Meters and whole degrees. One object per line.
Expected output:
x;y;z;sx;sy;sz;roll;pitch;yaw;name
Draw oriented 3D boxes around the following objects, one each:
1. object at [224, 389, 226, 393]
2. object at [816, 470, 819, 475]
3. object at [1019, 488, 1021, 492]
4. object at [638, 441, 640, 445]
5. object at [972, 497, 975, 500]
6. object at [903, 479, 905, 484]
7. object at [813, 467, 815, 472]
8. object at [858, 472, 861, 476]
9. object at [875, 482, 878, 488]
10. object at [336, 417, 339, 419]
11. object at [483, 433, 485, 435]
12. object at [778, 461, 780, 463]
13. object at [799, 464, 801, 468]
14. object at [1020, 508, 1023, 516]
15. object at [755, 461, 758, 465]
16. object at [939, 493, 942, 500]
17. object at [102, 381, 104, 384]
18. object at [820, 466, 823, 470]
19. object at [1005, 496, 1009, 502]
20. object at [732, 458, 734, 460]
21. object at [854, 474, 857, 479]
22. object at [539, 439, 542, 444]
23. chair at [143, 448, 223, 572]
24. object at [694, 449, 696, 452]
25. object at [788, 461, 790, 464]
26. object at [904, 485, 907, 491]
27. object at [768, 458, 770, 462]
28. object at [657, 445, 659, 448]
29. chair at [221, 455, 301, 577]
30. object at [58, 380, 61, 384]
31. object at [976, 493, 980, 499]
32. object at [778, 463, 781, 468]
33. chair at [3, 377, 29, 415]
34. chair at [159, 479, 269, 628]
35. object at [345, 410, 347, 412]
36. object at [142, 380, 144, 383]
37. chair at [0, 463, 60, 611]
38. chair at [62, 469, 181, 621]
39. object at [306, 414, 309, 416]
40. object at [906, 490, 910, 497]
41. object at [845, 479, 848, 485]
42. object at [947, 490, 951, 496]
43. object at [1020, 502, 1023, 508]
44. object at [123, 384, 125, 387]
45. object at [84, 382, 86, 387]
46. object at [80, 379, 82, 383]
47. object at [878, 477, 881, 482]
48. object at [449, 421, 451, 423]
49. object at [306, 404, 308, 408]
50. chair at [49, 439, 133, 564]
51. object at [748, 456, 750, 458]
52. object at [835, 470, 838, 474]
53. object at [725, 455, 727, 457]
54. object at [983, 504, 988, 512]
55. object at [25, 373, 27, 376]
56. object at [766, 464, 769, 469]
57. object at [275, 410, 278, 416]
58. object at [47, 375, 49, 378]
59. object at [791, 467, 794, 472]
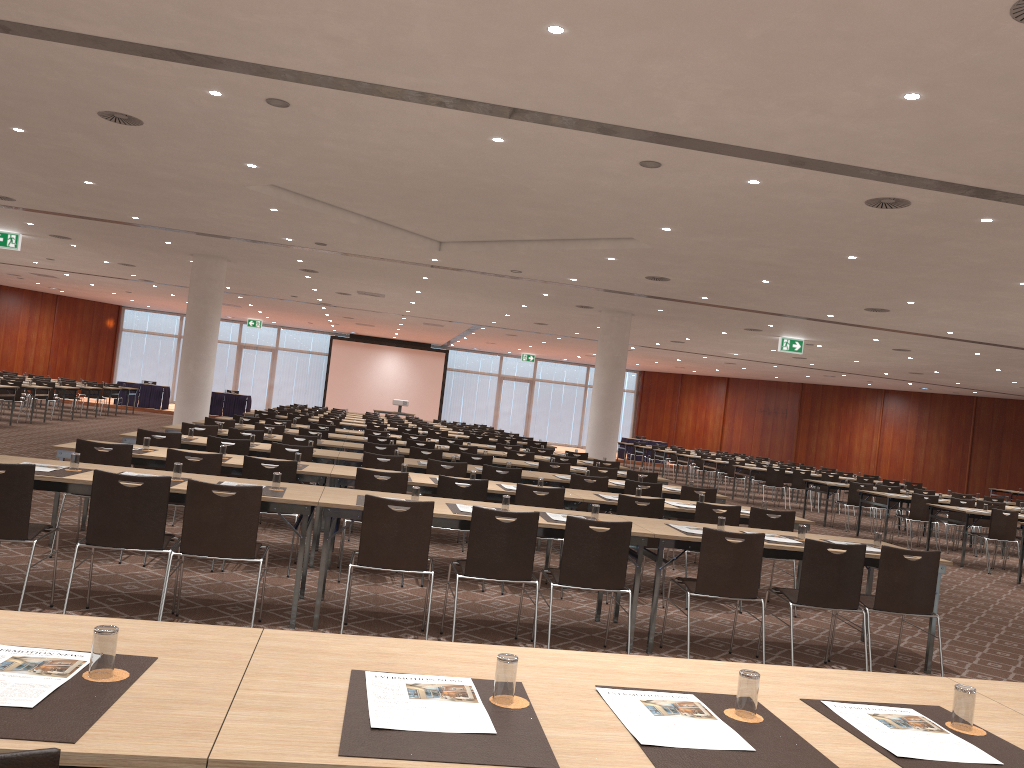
-10.298;0.254;31.868;0.054;0.114;0.054;7;-1;2;object
7.329;2.119;21.250;0.054;0.114;0.054;8;-2;-43;object
15.244;3.180;26.599;0.054;0.114;0.054;8;-2;-43;object
4.428;2.053;30.902;0.054;0.114;0.054;7;-1;-21;object
8.227;2.072;15.813;0.054;0.114;0.054;7;-1;-21;object
9.548;2.385;21.601;0.054;0.114;0.054;6;-1;24;object
7.964;2.252;23.381;0.054;0.114;0.054;6;-1;24;object
9.241;2.404;23.576;0.054;0.114;0.054;6;-1;24;object
7.266;2.013;17.680;0.054;0.114;0.054;7;-1;-21;object
-3.815;0.783;19.396;0.054;0.114;0.054;6;-1;24;object
-0.637;1.164;19.930;0.054;0.114;0.054;6;-1;24;object
7.627;2.267;25.342;0.054;0.114;0.054;8;-2;-43;object
8.263;2.343;25.441;0.054;0.114;0.054;8;-2;-43;object
7.908;1.977;13.736;0.054;0.114;0.054;7;-1;2;object
6.371;2.061;23.115;0.054;0.114;0.054;8;-2;-43;object
7.592;1.996;15.717;0.054;0.114;0.054;7;-1;-21;object
-12.934;-0.028;28.033;0.054;0.114;0.054;7;-1;-21;object
8.916;2.422;25.554;0.054;0.114;0.054;8;-2;-43;object
10.132;2.356;18.153;0.054;0.114;0.054;6;-1;24;object
5.726;1.983;23.005;0.054;0.114;0.054;8;-2;-43;object
8.283;2.234;21.408;0.054;0.114;0.054;6;-1;24;object
0.639;1.317;20.130;0.054;0.114;0.054;8;-2;-43;object
-2.649;1.009;7.343;0.536;0.939;0.614;7;-1;-10;chair
6.028;2.189;29.139;0.054;0.114;0.054;7;-1;-21;object
8.585;2.439;27.529;0.054;0.114;0.054;8;-2;-43;object
7.892;2.088;17.794;0.054;0.114;0.054;7;-1;-21;object
7.943;2.361;27.414;0.054;0.114;0.054;8;-2;-43;object
4.756;2.036;28.927;0.054;0.114;0.054;7;-1;-21;object
-2.065;1.080;7.474;0.536;0.939;0.614;7;-1;-8;chair
-12.290;-0.063;24.077;0.054;0.114;0.054;7;-1;-21;object
9.481;2.278;18.049;0.054;0.114;0.054;6;-1;24;object
7.009;2.137;23.218;0.054;0.114;0.054;8;-2;-43;object
-12.063;0.316;21.453;0.536;0.939;0.613;7;-1;-12;chair
-1.794;1.055;5.457;0.536;0.939;0.614;7;-1;-10;chair
-5.123;0.852;27.299;0.054;0.114;0.054;6;-1;24;object
-13.085;-0.080;31.408;0.054;0.114;0.054;7;-1;2;object
-3.048;0.905;5.250;0.536;0.939;0.614;7;-1;-9;chair
-2.331;0.992;5.404;0.536;0.939;0.613;7;-1;-12;chair
-4.457;0.707;19.305;0.054;0.114;0.054;6;-1;24;object
6.959;1.919;15.600;0.054;0.114;0.054;7;-1;-21;object
6.633;1.937;17.588;0.054;0.114;0.054;7;-1;-21;object
8.846;2.202;17.947;0.054;0.114;0.054;6;-1;24;object
9.178;2.186;15.972;0.054;0.114;0.054;8;-2;-43;object
-12.304;0.048;28.140;0.054;0.114;0.054;7;-1;-21;object
-11.648;0.014;24.192;0.054;0.114;0.054;7;-1;-21;object
-13.569;-0.104;27.927;0.054;0.114;0.054;7;-1;-21;object
8.921;2.310;21.510;0.054;0.114;0.054;6;-1;24;object
-1.944;1.233;27.822;0.054;0.114;0.054;6;-1;24;object
-6.722;0.717;29.054;0.054;0.114;0.054;8;-2;-43;object
-3.338;0.927;7.265;0.536;0.939;0.614;7;-1;-8;chair
7.303;2.285;27.318;0.054;0.114;0.054;8;-2;-43;object
8.599;2.328;23.485;0.054;0.114;0.054;6;-1;24;object
6.050;2.079;25.087;0.054;0.114;0.054;7;-1;-21;object
7.276;1.901;13.625;0.054;0.114;0.054;7;-1;2;object
-15.169;-0.296;27.658;0.054;0.114;0.054;8;-2;-43;object
6.058;1.967;21.031;0.054;0.114;0.054;8;-2;-43;object
-5.098;0.630;19.201;0.054;0.114;0.054;8;-2;-43;object
-14.523;-0.218;27.772;0.054;0.114;0.054;8;-2;-43;object
6.693;2.043;21.134;0.054;0.114;0.054;8;-2;-43;object
